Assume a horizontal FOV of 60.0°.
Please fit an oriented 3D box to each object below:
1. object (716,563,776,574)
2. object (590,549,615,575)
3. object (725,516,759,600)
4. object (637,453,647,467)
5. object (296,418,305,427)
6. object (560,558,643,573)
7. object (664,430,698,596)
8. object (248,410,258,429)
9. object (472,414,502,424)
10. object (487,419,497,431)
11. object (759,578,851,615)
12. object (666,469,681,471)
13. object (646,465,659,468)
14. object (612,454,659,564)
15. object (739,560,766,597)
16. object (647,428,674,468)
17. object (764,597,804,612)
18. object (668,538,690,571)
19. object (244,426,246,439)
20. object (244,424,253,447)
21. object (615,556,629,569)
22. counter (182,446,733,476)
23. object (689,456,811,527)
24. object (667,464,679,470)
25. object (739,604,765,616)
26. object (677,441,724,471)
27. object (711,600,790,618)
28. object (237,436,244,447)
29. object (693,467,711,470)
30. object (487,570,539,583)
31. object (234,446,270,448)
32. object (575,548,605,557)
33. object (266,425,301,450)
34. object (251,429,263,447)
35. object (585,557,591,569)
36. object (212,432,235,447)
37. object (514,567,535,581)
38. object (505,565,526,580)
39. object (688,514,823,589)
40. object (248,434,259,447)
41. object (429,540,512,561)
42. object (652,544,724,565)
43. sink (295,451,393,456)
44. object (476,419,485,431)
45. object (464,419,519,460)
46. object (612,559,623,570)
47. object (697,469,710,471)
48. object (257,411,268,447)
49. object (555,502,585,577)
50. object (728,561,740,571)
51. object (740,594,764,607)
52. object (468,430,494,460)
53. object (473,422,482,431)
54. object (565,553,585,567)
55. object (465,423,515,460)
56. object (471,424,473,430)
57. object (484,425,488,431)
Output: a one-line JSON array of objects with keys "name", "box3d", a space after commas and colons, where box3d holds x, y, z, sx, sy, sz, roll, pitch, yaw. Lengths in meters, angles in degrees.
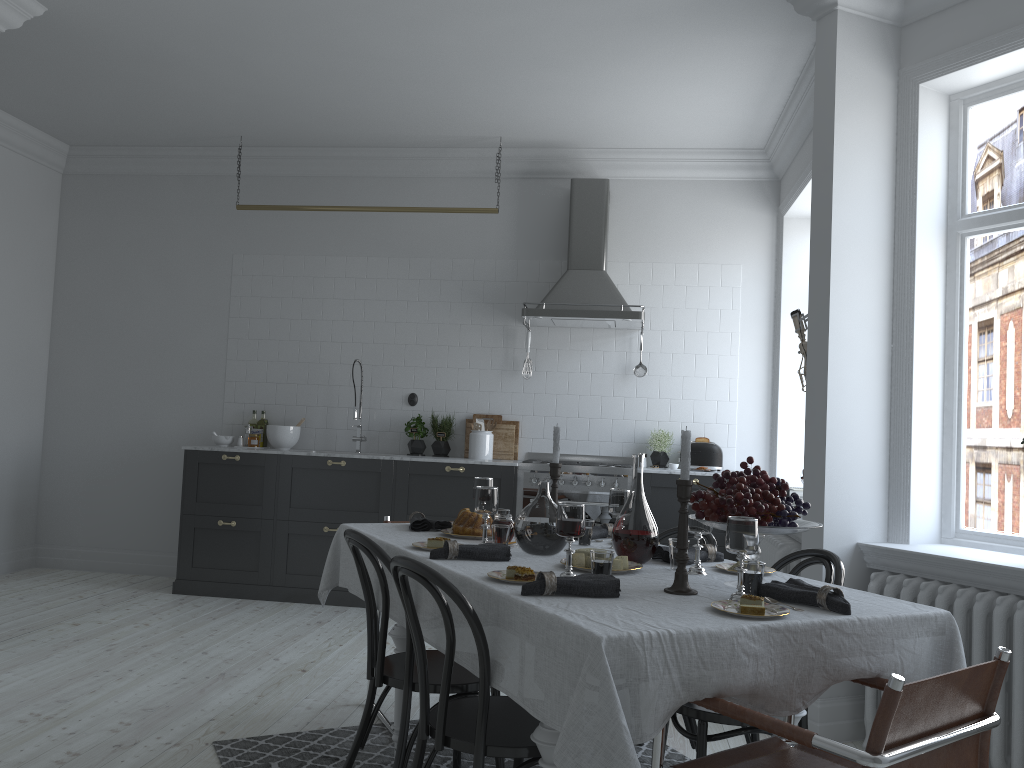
[{"name": "object", "box3d": [0.733, 0.584, 2.783, 0.182, 0.013, 0.182, 2, -3, 7]}, {"name": "object", "box3d": [0.243, 0.501, 2.408, 0.066, 0.094, 0.066, 3, -3, -4]}, {"name": "object", "box3d": [0.587, 0.450, 2.270, 0.083, 0.215, 0.083, 2, -3, 12]}, {"name": "object", "box3d": [0.931, 0.547, 6.361, 0.072, 0.095, 0.072, 5, -4, -37]}, {"name": "object", "box3d": [-1.656, 0.368, 6.689, 0.209, 0.232, 0.042, 5, -4, -42]}, {"name": "object", "box3d": [0.274, 0.558, 2.717, 0.251, 0.018, 0.251, 2, -3, 7]}, {"name": "object", "box3d": [0.459, 0.339, 2.370, 0.089, 0.432, 0.089, 1, -3, 30]}, {"name": "object", "box3d": [-1.983, 0.343, 6.806, 0.066, 0.282, 0.066, 2, -3, 2]}, {"name": "object", "box3d": [-0.190, 0.391, 6.582, 0.220, 0.330, 0.041, 2, -3, 7]}, {"name": "object", "box3d": [-0.183, 0.400, 6.479, 0.131, 0.296, 0.056, 3, -3, -13]}, {"name": "object", "box3d": [0.786, 0.538, 2.282, 0.165, 0.061, 0.247, 5, -4, -43]}, {"name": "object", "box3d": [1.088, 0.578, 5.977, 0.126, 0.008, 0.126, 1, -4, 34]}, {"name": "object", "box3d": [0.989, 0.583, 6.261, 0.091, 0.018, 0.062, 2, -3, 5]}, {"name": "object", "box3d": [0.406, 0.406, 2.892, 0.152, 0.352, 0.152, 4, -4, -32]}, {"name": "object", "box3d": [0.631, 0.515, 2.333, 0.066, 0.094, 0.066, 3, -3, -4]}, {"name": "object", "box3d": [1.059, 0.457, 6.335, 0.210, 0.283, 0.220, 2, -3, 20]}, {"name": "object", "box3d": [0.683, 0.553, 2.228, 0.031, 0.012, 0.131, 4, -3, -30]}, {"name": "object", "box3d": [0.518, 0.532, 2.762, 0.066, 0.094, 0.066, 2, -3, 19]}, {"name": "object", "box3d": [-2.007, 0.393, 6.739, 0.059, 0.172, 0.059, 0, -4, 39]}, {"name": "object", "box3d": [-1.985, 0.391, 6.677, 0.059, 0.172, 0.059, 0, -4, 39]}, {"name": "object", "box3d": [0.331, 0.548, 2.743, 0.039, 0.040, 0.077, 3, -3, -13]}, {"name": "counter", "box3d": [-0.363, 0.544, 6.329, 3.902, 0.020, 0.624, 2, -3, 7]}, {"name": "object", "box3d": [0.688, 0.313, 2.506, 0.347, 0.215, 0.318, 4, -3, -30]}, {"name": "object", "box3d": [1.088, 0.559, 5.978, 0.072, 0.040, 0.070, 3, -3, -1]}, {"name": "object", "box3d": [0.571, 0.537, 2.112, 0.057, 0.021, 0.037, 2, -3, 7]}, {"name": "object", "box3d": [1.338, 0.507, 6.299, 0.326, 0.207, 0.219, 2, -3, 12]}, {"name": "object", "box3d": [0.570, 0.542, 2.123, 0.182, 0.013, 0.182, 2, -3, 17]}, {"name": "object", "box3d": [-2.031, 0.431, 6.636, 0.046, 0.084, 0.046, 3, -3, -6]}, {"name": "object", "box3d": [1.293, 0.577, 6.027, 0.119, 0.031, 0.074, 0, -4, 40]}, {"name": "object", "box3d": [0.023, 0.534, 2.444, 0.182, 0.013, 0.182, 1, -3, 22]}, {"name": "object", "box3d": [-1.964, 0.477, 6.705, 0.180, 0.008, 0.272, 2, -3, 7]}, {"name": "object", "box3d": [0.249, 0.539, 2.746, 0.100, 0.056, 0.056, 1, -3, 24]}, {"name": "object", "box3d": [-1.721, 0.403, 6.666, 0.247, 0.175, 0.247, 1, -3, 21]}, {"name": "object", "box3d": [-1.939, 0.412, 6.740, 0.077, 0.141, 0.044, 2, -3, 7]}, {"name": "object", "box3d": [0.248, 0.541, 2.663, 0.077, 0.040, 0.040, 1, -3, 27]}, {"name": "object", "box3d": [-2.172, 0.416, 6.683, 0.159, 0.110, 0.172, 2, -3, 2]}, {"name": "object", "box3d": [0.035, 0.520, 2.417, 0.051, 0.039, 0.036, 5, -4, -43]}, {"name": "object", "box3d": [0.012, 0.521, 2.450, 0.057, 0.037, 0.021, 3, -3, -12]}, {"name": "object", "box3d": [0.683, 0.479, 2.509, 0.367, 0.188, 0.367, 5, -4, -41]}, {"name": "object", "box3d": [-1.931, 0.427, 6.634, 0.078, 0.101, 0.078, 0, -4, 36]}, {"name": "object", "box3d": [-0.115, 0.523, 2.779, 0.247, 0.061, 0.165, 5, -4, -43]}, {"name": "object", "box3d": [0.579, 0.564, 2.975, 0.247, 0.061, 0.165, 5, -4, -43]}, {"name": "sink", "box3d": [-1.191, 0.600, 6.386, 0.669, 0.203, 0.384, 2, -3, 7]}, {"name": "object", "box3d": [-0.223, 0.398, 6.456, 0.064, 0.290, 0.141, 4, -3, -19]}, {"name": "object", "box3d": [-0.151, 0.414, 6.607, 0.400, 0.290, 0.030, 2, -3, 7]}, {"name": "object", "box3d": [0.300, 0.547, 2.691, 0.040, 0.039, 0.077, 4, -3, -23]}, {"name": "object", "box3d": [1.247, 0.579, 5.997, 0.209, 0.008, 0.018, 0, -4, 42]}, {"name": "object", "box3d": [-1.902, 0.346, 6.790, 0.089, 0.282, 0.082, 2, -3, 7]}, {"name": "object", "box3d": [0.161, 0.442, 2.474, 0.083, 0.215, 0.083, 2, -3, 12]}, {"name": "object", "box3d": [0.713, 0.569, 2.781, 0.039, 0.040, 0.078, 4, -3, -18]}, {"name": "object", "box3d": [0.583, 0.531, 2.154, 0.057, 0.037, 0.021, 1, -3, 28]}, {"name": "object", "box3d": [-0.224, 0.443, 6.443, 0.174, 0.208, 0.174, 2, -3, 3]}, {"name": "object", "box3d": [-0.265, 0.409, 6.421, 0.054, 0.262, 0.149, 4, -3, -18]}, {"name": "object", "box3d": [0.191, 0.529, 2.686, 0.039, 0.040, 0.078, 4, -3, -18]}, {"name": "object", "box3d": [-0.162, 0.425, 6.552, 0.360, 0.261, 0.053, 2, -3, 7]}, {"name": "object", "box3d": [-0.255, 0.416, 6.443, 0.117, 0.251, 0.061, 0, -4, 37]}, {"name": "object", "box3d": [-0.192, 0.422, 6.482, 0.050, 0.247, 0.114, 4, -3, -28]}]
